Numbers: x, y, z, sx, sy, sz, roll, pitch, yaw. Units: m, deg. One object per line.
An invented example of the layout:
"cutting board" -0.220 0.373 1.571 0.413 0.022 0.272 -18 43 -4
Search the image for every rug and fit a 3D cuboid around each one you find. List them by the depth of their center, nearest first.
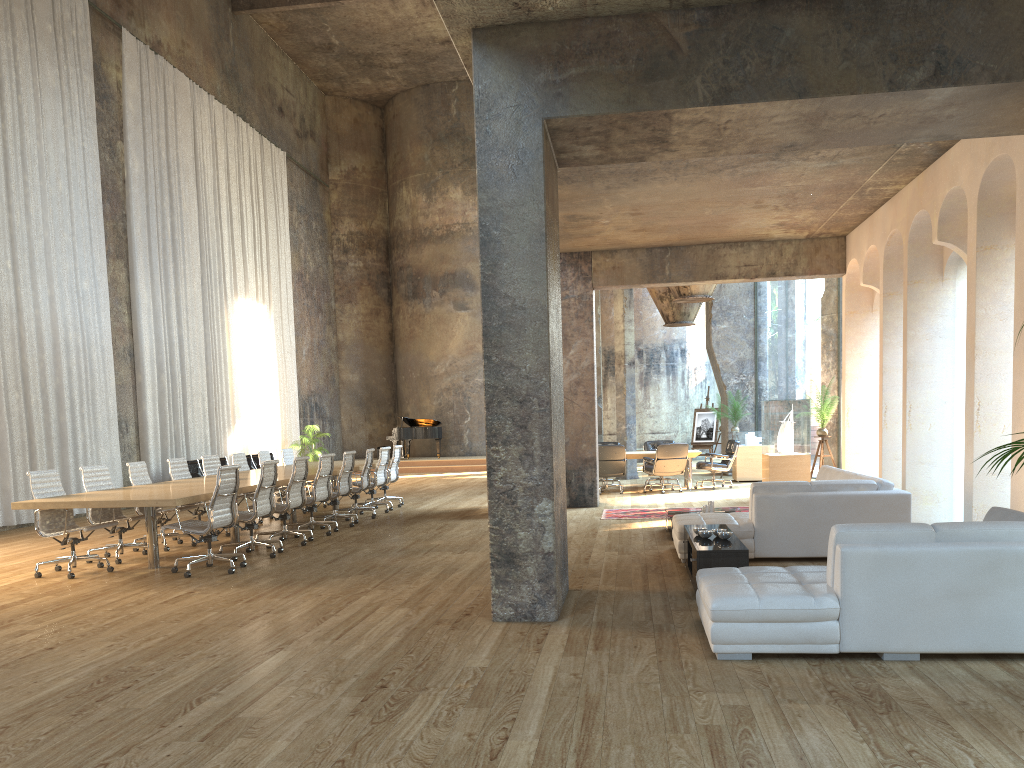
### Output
"rug" 2.493 1.794 12.270 2.463 0.009 1.338 -2 -3 8

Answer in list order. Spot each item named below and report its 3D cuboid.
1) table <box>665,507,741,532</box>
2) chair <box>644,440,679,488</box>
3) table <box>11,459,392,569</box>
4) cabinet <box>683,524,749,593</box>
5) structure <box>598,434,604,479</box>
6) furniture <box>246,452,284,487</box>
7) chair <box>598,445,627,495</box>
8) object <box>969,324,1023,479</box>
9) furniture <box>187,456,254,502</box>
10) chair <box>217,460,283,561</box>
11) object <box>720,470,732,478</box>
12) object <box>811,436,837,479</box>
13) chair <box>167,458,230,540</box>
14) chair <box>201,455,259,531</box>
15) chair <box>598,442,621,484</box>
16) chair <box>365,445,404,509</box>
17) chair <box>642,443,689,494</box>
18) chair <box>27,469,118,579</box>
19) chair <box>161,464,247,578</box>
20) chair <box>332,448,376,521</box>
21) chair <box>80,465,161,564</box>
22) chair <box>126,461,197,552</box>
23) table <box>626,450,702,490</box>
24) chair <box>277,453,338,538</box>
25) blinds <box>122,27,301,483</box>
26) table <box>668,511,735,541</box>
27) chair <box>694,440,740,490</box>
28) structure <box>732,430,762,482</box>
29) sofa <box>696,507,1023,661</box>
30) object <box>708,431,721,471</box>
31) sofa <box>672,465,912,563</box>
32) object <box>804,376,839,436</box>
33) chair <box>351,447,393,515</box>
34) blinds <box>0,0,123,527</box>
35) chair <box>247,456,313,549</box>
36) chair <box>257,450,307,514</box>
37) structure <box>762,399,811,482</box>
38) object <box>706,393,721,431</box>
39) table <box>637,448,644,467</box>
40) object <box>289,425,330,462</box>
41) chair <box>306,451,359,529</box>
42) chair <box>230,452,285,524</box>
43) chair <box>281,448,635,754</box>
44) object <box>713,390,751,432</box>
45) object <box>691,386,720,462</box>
"table" 2.254 1.606 10.410 0.860 0.249 0.368 -2 0 8
"chair" 2.907 1.556 17.191 0.730 0.900 0.815 -2 2 8
"table" -3.253 1.582 11.729 1.601 0.764 7.669 -2 -2 8
"cabinet" 1.623 1.421 7.160 0.396 0.372 1.552 -2 -2 8
"structure" 1.664 1.637 19.548 0.743 1.024 0.729 -2 3 8
"furniture" -5.321 1.947 19.450 0.708 0.848 1.860 -2 -1 8
"chair" 1.706 1.537 15.866 0.729 0.900 0.816 -2 2 1
"object" 2.818 0.498 3.652 1.402 1.829 1.345 -1 3 13
"furniture" -5.636 1.854 17.092 0.708 0.848 1.860 -2 -1 8
"chair" -2.825 1.335 9.370 0.699 1.035 0.660 -1 3 11
"object" 4.870 1.522 18.811 0.570 0.981 0.654 1 4 44
"object" 4.813 1.306 13.818 0.656 0.981 0.568 -3 4 -28
"chair" -3.988 1.455 11.255 0.699 1.035 0.660 -1 3 13
"chair" -3.869 1.489 12.124 0.699 1.035 0.660 -1 3 16
"chair" 1.801 1.598 17.343 0.730 0.900 0.815 -1 2 14
"chair" -2.158 1.544 14.658 0.699 1.035 0.660 -1 3 13
"chair" 2.712 1.499 15.760 0.728 0.900 0.817 -3 2 -19
"chair" -4.298 1.351 8.630 0.699 1.035 0.660 -1 3 13
"chair" -2.952 1.298 8.434 0.699 1.035 0.660 -1 3 13
"chair" -2.342 1.475 12.953 0.699 1.035 0.660 -2 3 7
"chair" -4.213 1.385 9.488 0.699 1.035 0.660 -1 3 16
"chair" -4.100 1.418 10.333 0.699 1.035 0.660 -2 3 7
"table" 2.302 1.641 16.518 2.411 0.706 1.098 -2 0 8
"chair" -2.589 1.405 11.164 0.699 1.035 0.660 -1 3 16
"blinds" -6.404 -1.979 19.976 0.275 8.719 7.771 -1 2 9
"table" 2.206 1.613 10.048 0.790 0.204 1.104 -2 -2 8
"chair" 3.774 1.489 16.306 0.821 0.900 0.725 -2 2 2
"structure" 4.876 1.456 17.793 0.735 1.024 0.737 -2 3 8
"sofa" 2.156 1.139 5.167 2.068 0.727 1.064 -2 0 7
"object" 5.124 1.623 21.303 0.658 0.981 0.566 -2 3 2
"sofa" 2.710 1.301 9.316 2.065 0.727 2.911 -2 -2 8
"object" 4.844 0.349 13.729 0.688 0.948 0.853 -2 2 -2
"chair" -2.237 1.509 13.800 0.699 1.035 0.660 -1 3 16
"blinds" -7.545 -2.314 11.442 0.275 8.719 7.771 -1 2 9
"chair" -2.705 1.370 10.276 0.699 1.035 0.660 -1 3 13
"chair" -3.634 1.560 13.918 0.699 1.035 0.660 -1 3 11
"structure" 4.172 1.020 13.401 0.594 1.561 0.736 -1 4 8
"object" 5.041 0.671 21.249 0.688 0.948 0.853 0 2 28
"table" 2.949 1.965 22.688 1.871 0.551 0.935 -2 -1 8
"object" -5.220 1.791 22.952 1.091 1.470 1.121 -2 2 -1
"chair" -2.470 1.439 12.033 0.699 1.035 0.660 -1 3 13
"chair" -3.753 1.524 13.012 0.699 1.035 0.660 -1 3 13
"chair" -0.702 1.492 14.413 12.956 1.039 31.319 -2 -3 8
"object" 4.696 0.576 18.823 0.859 0.948 0.682 -2 3 10
"object" 4.961 1.116 22.429 0.700 2.166 0.678 1 6 36
